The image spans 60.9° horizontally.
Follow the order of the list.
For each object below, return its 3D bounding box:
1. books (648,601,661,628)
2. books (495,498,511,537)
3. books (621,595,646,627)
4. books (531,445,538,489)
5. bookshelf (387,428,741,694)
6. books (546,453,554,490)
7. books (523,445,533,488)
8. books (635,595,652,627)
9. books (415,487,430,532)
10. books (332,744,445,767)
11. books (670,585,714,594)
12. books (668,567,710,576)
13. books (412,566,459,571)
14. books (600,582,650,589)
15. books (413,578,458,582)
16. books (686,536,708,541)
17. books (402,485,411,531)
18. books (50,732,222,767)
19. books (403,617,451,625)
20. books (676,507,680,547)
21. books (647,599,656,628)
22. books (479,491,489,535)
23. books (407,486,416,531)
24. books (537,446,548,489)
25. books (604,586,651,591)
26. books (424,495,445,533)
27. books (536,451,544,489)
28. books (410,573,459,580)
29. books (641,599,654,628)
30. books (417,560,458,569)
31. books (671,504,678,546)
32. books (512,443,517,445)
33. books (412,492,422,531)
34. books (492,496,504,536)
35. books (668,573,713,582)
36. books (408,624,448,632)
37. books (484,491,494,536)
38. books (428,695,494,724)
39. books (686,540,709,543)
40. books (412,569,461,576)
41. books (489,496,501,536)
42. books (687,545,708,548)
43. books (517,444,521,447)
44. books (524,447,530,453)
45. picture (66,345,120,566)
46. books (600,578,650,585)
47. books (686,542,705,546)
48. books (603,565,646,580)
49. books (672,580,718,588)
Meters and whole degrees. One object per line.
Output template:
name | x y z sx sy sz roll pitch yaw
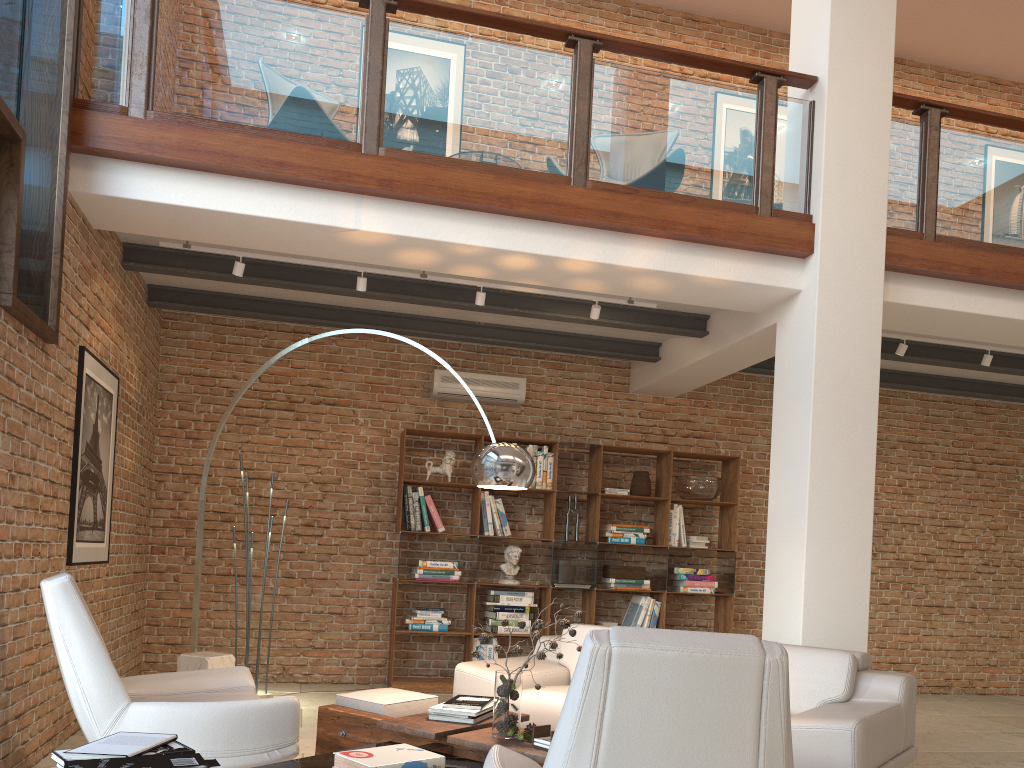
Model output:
books | 1.241 2.121 7.882 0.116 0.329 0.257 3 -5 -13
books | -0.104 1.162 7.565 0.158 0.324 0.257 4 -5 -13
books | 1.082 2.091 7.864 0.163 0.367 0.246 4 -4 -13
books | 0.168 0.738 7.637 0.036 0.378 0.246 3 -4 -13
bookshelf | 0.497 1.628 7.692 3.043 2.171 0.367 5 -2 -13
books | 0.302 0.782 7.685 0.056 0.325 0.257 3 -5 -13
books | 0.129 0.737 7.642 0.036 0.378 0.246 3 -4 -13
books | 1.128 2.090 7.850 0.161 0.367 0.246 4 -4 -13
books | -0.762 1.070 7.411 0.121 0.376 0.246 3 -4 -13
books | -0.452 1.393 3.212 0.331 0.055 0.256 13 -15 -42
books | 1.649 1.884 7.984 0.327 0.054 0.259 5 -11 -11
books | 1.619 1.717 7.989 0.327 0.054 0.260 4 -11 -3
books | -0.653 1.577 7.441 0.357 0.020 0.276 6 -12 -14
books | 1.017 1.811 7.851 0.381 0.036 0.248 7 -12 -18
books | -0.656 1.669 7.433 0.357 0.020 0.277 6 -12 -13
books | 1.681 1.414 7.981 0.133 0.033 0.208 7 -12 -22
books | -0.903 1.056 7.382 0.091 0.379 0.246 3 -4 -13
books | -1.017 1.020 2.341 0.392 0.078 0.575 9 -13 -28
books | -0.728 2.017 7.420 0.381 0.036 0.248 6 -11 -13
books | 1.457 1.306 7.941 0.021 0.354 0.275 3 -5 -13
books | 1.195 2.111 7.886 0.098 0.349 0.275 3 -5 -13
books | -0.263 1.124 7.547 0.102 0.378 0.246 3 -4 -13
books | -0.868 1.060 7.398 0.091 0.379 0.246 3 -4 -13
books | 0.260 0.747 7.659 0.036 0.378 0.246 3 -4 -13
books | 1.032 1.838 7.840 0.357 0.020 0.276 6 -12 -14
books | -0.679 1.114 7.454 0.195 0.314 0.257 4 -5 -13
books | 0.213 0.768 7.642 0.056 0.325 0.257 3 -5 -13
books | -0.662 1.638 7.425 0.381 0.036 0.248 7 -12 -18
books | 1.177 2.105 7.872 0.098 0.349 0.275 3 -5 -13
books | -0.642 1.540 7.441 0.327 0.054 0.259 5 -11 -11
books | 1.432 1.288 7.925 0.036 0.378 0.246 3 -4 -13
books | -0.012 0.718 7.584 0.036 0.378 0.246 3 -4 -13
books | -0.824 1.094 7.428 0.103 0.329 0.257 3 -5 -13
books | -0.154 1.152 7.568 0.125 0.343 0.275 3 -5 -13
books | 1.633 1.774 7.992 0.327 0.054 0.259 6 -11 -13
books | -0.708 2.063 7.416 0.327 0.054 0.260 4 -11 -3
books | -0.221 1.124 7.533 0.104 0.378 0.246 3 -4 -13
books | -0.220 1.544 4.156 0.250 0.073 0.409 -1 -12 19
books | 1.686 1.442 7.986 0.171 0.018 0.240 5 -11 -10
books | -0.648 1.602 7.421 0.381 0.036 0.248 7 -12 -19
books | -0.173 1.148 7.554 0.125 0.343 0.275 3 -5 -13
books | 1.681 1.496 7.995 0.171 0.018 0.241 4 -11 -5
books | 0.021 0.723 7.602 0.036 0.378 0.246 3 -4 -13
books | 0.103 0.745 7.621 0.021 0.354 0.275 3 -5 -13
picture | -2.446 0.468 5.117 0.027 1.178 0.923 3 -5 -13
books | 1.013 1.767 7.815 0.381 0.036 0.248 6 -12 -14
books | 1.678 1.466 7.980 0.132 0.033 0.210 4 -11 -3
books | 1.004 1.691 7.822 0.336 0.117 0.216 5 -9 -13
books | 1.676 1.831 7.991 0.328 0.055 0.259 7 -12 -18
